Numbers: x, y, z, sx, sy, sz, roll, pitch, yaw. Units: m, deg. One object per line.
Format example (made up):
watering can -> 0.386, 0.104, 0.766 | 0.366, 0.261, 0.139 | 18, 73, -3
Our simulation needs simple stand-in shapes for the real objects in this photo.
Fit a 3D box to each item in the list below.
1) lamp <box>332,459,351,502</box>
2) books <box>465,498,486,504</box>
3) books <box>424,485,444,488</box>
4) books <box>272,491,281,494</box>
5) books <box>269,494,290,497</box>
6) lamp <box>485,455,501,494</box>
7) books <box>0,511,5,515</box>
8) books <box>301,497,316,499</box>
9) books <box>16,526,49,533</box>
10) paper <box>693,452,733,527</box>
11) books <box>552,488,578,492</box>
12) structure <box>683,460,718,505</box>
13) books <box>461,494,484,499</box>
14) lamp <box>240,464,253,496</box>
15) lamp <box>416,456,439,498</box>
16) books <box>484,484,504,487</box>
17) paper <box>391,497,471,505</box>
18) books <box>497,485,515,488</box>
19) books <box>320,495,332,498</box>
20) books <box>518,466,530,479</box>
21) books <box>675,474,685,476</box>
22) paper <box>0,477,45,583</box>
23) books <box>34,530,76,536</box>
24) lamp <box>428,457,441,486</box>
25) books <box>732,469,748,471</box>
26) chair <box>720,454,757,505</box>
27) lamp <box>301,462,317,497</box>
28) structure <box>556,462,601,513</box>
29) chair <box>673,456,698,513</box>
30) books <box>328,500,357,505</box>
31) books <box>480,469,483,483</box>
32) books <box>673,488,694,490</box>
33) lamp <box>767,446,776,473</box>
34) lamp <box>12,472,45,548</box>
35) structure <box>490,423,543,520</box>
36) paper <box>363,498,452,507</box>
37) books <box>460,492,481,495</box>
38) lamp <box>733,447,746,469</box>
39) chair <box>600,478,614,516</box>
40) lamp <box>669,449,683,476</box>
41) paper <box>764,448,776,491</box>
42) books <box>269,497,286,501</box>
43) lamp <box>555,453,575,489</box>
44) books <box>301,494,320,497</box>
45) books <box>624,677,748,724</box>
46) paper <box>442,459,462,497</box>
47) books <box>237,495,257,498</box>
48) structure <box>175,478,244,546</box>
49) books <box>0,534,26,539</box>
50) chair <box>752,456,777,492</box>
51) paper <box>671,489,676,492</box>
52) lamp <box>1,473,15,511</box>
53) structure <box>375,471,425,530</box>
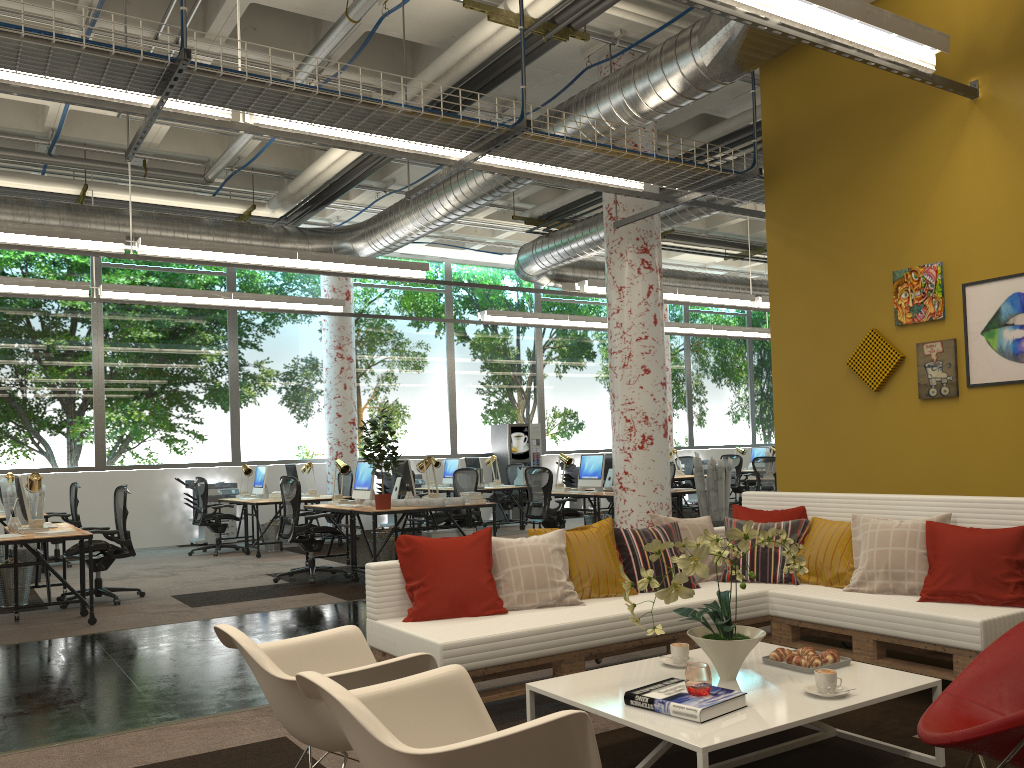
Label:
lamp -> -1.935, 1.157, 10.020 | 0.219, 0.610, 0.529 | -2, -3, -13
books -> -0.429, 1.218, 9.214 | 0.200, 0.050, 0.272 | 1, -5, -35
books -> -1.301, 1.716, 14.842 | 0.225, 0.038, 0.309 | 1, -5, -32
books -> -3.164, 1.475, 12.000 | 0.153, 0.030, 0.185 | -2, -4, -5
books -> -3.148, 1.505, 11.998 | 0.193, 0.044, 0.258 | -3, -5, 15
lamp -> -0.288, 1.470, 14.446 | 0.219, 0.610, 0.529 | -2, -3, -13
books -> -6.123, 1.563, 10.758 | 0.225, 0.038, 0.309 | 1, -5, -32
books -> -2.853, 1.578, 12.250 | 0.244, 0.019, 0.205 | -5, -5, 35
books -> -4.088, 1.240, 7.552 | 0.225, 0.038, 0.309 | 1, -5, -32
paper -> 2.375, 1.392, 10.484 | 0.441, 1.196, 0.412 | -3, -2, 35
books -> 0.695, 1.402, 11.724 | 0.225, 0.038, 0.309 | 1, -5, -32
structure -> 4.154, 2.110, 19.467 | 1.057, 1.056, 0.504 | 0, -3, -33
books -> -0.419, 1.172, 9.240 | 0.193, 0.044, 0.258 | -1, -5, -15
lamp -> -3.959, 1.499, 13.199 | 0.219, 0.610, 0.529 | -2, -3, -13
lamp -> -0.902, 1.087, 9.586 | 0.209, 0.610, 0.529 | -2, -3, -13
books -> -0.299, 1.653, 14.475 | 0.225, 0.038, 0.309 | 1, -5, -32
paper -> -0.957, 1.211, 9.120 | 1.135, 0.082, 0.083 | -4, -3, 22
books -> -0.092, 1.614, 13.963 | 0.200, 0.024, 0.235 | -5, -5, 31
books -> -2.540, 1.576, 12.400 | 0.200, 0.024, 0.235 | -5, -5, 31
books -> 0.199, 1.471, 14.114 | 0.068, 0.310, 0.234 | -1, -3, -33
books -> 3.060, 1.705, 16.619 | 0.225, 0.038, 0.309 | 1, -5, -32
paper -> -5.445, 1.616, 9.885 | 0.441, 1.196, 0.412 | -3, -2, 35
books -> -3.695, 1.204, 7.158 | 0.200, 0.024, 0.235 | -5, -5, 31
lamp -> -1.321, 1.539, 14.880 | 0.209, 0.610, 0.529 | -2, -3, -13
books -> 4.796, 1.811, 18.733 | 0.225, 0.038, 0.309 | 1, -5, -32
chair -> 4.589, 1.964, 17.978 | 0.772, 1.084, 0.792 | -4, -3, 41
lamp -> -2.926, 1.429, 12.764 | 0.209, 0.610, 0.529 | -2, -3, -13
structure -> 1.416, 2.067, 17.720 | 1.057, 1.056, 0.504 | 0, -3, -33
chair -> 3.282, 1.961, 17.364 | 0.772, 1.084, 0.792 | -4, -3, 41
books -> -1.911, 1.334, 9.982 | 0.225, 0.038, 0.309 | 1, -5, -32
books -> -0.529, 1.459, 13.649 | 0.068, 0.310, 0.234 | -1, -3, -33
books -> 2.130, 1.309, 11.014 | 0.243, 0.019, 0.206 | -2, -4, 5
lamp -> 4.078, 1.269, 13.819 | 0.219, 0.610, 0.529 | -2, -3, -13
lamp -> -4.076, 1.057, 7.523 | 0.219, 0.610, 0.529 | -2, -3, -13
structure -> 0.103, 1.671, 16.898 | 0.750, 1.808, 0.639 | -1, -2, -33
paper -> -1.098, 1.209, 9.031 | 1.136, 0.082, 0.083 | -5, -4, 32
books -> -0.434, 1.141, 9.233 | 0.153, 0.030, 0.185 | 1, -5, -35
lamp -> 4.772, 1.634, 18.771 | 0.219, 0.610, 0.529 | -2, -3, -13
chair -> 1.851, 1.921, 16.231 | 0.772, 1.084, 0.792 | -4, -3, 41
lamp -> 3.072, 1.522, 16.590 | 0.219, 0.610, 0.529 | -2, -3, -13
paper -> 4.415, 1.651, 14.671 | 0.441, 1.196, 0.412 | -3, -2, 35
books -> -3.168, 1.552, 11.981 | 0.200, 0.050, 0.272 | -2, -4, -5
lamp -> 0.676, 1.225, 11.762 | 0.209, 0.610, 0.529 | -2, -3, -13
books -> -2.933, 1.612, 12.794 | 0.225, 0.038, 0.309 | 1, -5, -32
books -> 0.619, 1.126, 3.162 | 0.279, 0.048, 0.334 | 2, -6, -41
paper -> -0.989, 1.921, 15.732 | 0.441, 1.196, 0.412 | -3, -2, 35
books -> -3.935, 1.676, 13.161 | 0.225, 0.038, 0.309 | 1, -5, -32
structure -> -4.672, 1.972, 13.831 | 1.057, 1.056, 0.504 | 0, -3, -33
books -> -4.009, 1.206, 7.008 | 0.244, 0.019, 0.205 | -5, -5, 35
chair -> 3.895, 1.599, 13.026 | 0.772, 1.084, 0.792 | -4, -3, 41
paper -> 1.605, 1.286, 10.685 | 0.626, 0.061, 0.569 | 1, -5, -35
lamp -> -6.116, 1.379, 10.729 | 0.209, 0.610, 0.529 | -2, -3, -13
structure -> -1.944, 2.015, 15.575 | 1.057, 1.056, 0.504 | 0, -3, -33
